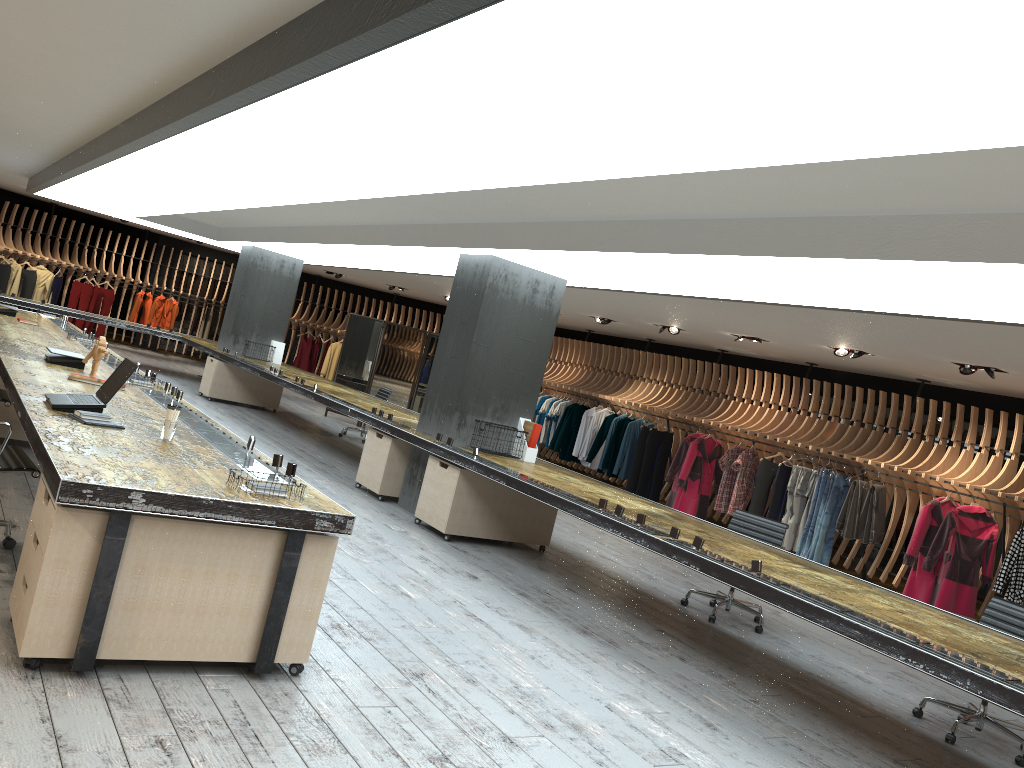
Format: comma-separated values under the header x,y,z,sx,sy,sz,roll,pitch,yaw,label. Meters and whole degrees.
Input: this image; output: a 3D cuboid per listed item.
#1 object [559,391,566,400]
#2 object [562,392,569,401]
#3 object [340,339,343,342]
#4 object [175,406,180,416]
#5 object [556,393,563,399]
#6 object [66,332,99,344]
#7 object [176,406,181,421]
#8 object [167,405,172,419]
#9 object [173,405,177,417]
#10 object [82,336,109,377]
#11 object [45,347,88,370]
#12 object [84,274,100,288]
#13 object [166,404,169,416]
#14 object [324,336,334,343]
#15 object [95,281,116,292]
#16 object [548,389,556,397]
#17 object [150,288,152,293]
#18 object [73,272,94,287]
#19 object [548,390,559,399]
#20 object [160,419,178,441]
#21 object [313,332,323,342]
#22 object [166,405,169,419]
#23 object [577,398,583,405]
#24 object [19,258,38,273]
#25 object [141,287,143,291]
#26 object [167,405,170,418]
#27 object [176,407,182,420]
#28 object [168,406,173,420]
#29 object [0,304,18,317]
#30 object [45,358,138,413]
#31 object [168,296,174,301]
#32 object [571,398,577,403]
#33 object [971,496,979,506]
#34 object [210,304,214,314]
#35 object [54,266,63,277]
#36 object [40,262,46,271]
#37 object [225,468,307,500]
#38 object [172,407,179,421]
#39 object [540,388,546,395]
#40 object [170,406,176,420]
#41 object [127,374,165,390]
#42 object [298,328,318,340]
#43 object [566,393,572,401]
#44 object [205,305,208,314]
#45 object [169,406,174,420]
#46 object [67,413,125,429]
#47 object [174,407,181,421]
x,y,z,sx,sy,sz,roll,pitch,yaw,label
0.970,0.282,16.851,0.522,0.291,0.013,14,0,-39,object
1.018,0.296,16.758,0.523,0.285,0.013,14,0,-39,object
-4.016,-1.007,21.122,0.524,0.270,0.012,14,0,-34,object
-1.747,0.196,4.588,0.007,0.170,0.030,14,0,-4,object
0.905,0.259,16.910,0.524,0.270,0.012,14,0,-29,object
-4.535,-0.476,9.385,0.301,0.071,0.209,14,1,-39,object
-1.741,0.198,4.580,0.007,0.170,0.030,14,0,23,object
-1.768,0.191,4.550,0.007,0.170,0.030,14,0,-11,object
-1.756,0.194,4.591,0.007,0.170,0.030,14,0,-30,object
-3.020,-0.195,6.497,0.321,0.300,0.097,14,0,40,object
-3.454,-0.197,6.862,0.262,0.088,0.373,14,1,-34,object
-9.360,-2.321,19.809,0.526,0.270,0.012,14,0,26,object
-1.779,0.188,4.566,0.007,0.170,0.030,14,-1,43,object
-4.305,-1.075,21.186,0.012,0.270,0.524,14,0,21,object
-9.137,-2.267,19.984,0.525,0.270,0.012,14,0,6,object
0.784,0.227,17.116,0.525,0.270,0.012,14,0,-9,object
-8.369,-2.080,20.502,0.012,0.270,0.526,14,0,-29,object
-9.487,-2.352,19.706,0.525,0.270,0.012,14,0,11,object
0.824,0.245,16.984,0.523,0.289,0.015,14,0,-24,object
-1.769,0.237,4.571,0.061,0.111,0.061,14,0,0,object
-4.604,-1.150,21.219,0.012,0.270,0.526,14,0,-39,object
-1.776,0.190,4.557,0.007,0.170,0.030,14,0,16,object
1.266,0.356,16.361,0.524,0.270,0.012,14,0,-34,object
-10.306,-2.546,18.829,0.525,0.270,0.012,14,0,-9,object
-8.523,-2.118,20.396,0.012,0.270,0.526,14,0,-19,object
-1.773,0.190,4.553,0.007,0.170,0.030,14,0,3,object
-1.738,0.199,4.571,0.030,0.170,0.007,14,-1,-40,object
-1.764,0.192,4.549,0.007,0.170,0.030,14,0,-23,object
-6.050,-0.889,10.572,0.261,0.111,0.373,14,1,-34,object
-2.296,-0.008,4.832,0.364,0.316,0.373,14,0,-34,object
-7.944,-1.977,20.701,0.526,0.270,0.012,14,0,36,object
1.148,0.331,16.503,0.523,0.284,0.014,14,0,-24,object
5.281,1.412,10.126,0.525,0.270,0.012,14,0,-4,object
-7.103,-1.768,21.027,0.012,0.270,0.525,14,0,-14,object
-9.865,-2.445,19.345,0.012,0.270,0.525,14,0,-9,object
-10.120,-2.503,19.073,0.525,0.270,0.012,14,0,-9,object
-1.063,0.440,3.840,0.301,0.074,0.217,14,1,-39,object
-1.746,0.197,4.553,0.030,0.170,0.007,14,0,13,object
0.621,0.183,17.373,0.012,0.270,0.524,14,0,41,object
-1.754,0.195,4.549,0.030,0.170,0.007,14,-1,40,object
-2.801,-0.019,6.703,0.301,0.074,0.217,14,1,-39,object
-4.864,-1.215,21.240,0.524,0.270,0.012,14,0,-34,object
1.071,0.299,16.655,0.012,0.270,0.524,14,0,41,object
-7.217,-1.796,20.970,0.012,0.270,0.526,14,0,-19,object
-1.759,0.194,4.548,0.007,0.170,0.030,14,-1,-38,object
-2.127,0.190,4.540,0.220,0.019,0.212,14,1,41,object
-1.740,0.198,4.561,0.030,0.170,0.007,14,0,-13,object
